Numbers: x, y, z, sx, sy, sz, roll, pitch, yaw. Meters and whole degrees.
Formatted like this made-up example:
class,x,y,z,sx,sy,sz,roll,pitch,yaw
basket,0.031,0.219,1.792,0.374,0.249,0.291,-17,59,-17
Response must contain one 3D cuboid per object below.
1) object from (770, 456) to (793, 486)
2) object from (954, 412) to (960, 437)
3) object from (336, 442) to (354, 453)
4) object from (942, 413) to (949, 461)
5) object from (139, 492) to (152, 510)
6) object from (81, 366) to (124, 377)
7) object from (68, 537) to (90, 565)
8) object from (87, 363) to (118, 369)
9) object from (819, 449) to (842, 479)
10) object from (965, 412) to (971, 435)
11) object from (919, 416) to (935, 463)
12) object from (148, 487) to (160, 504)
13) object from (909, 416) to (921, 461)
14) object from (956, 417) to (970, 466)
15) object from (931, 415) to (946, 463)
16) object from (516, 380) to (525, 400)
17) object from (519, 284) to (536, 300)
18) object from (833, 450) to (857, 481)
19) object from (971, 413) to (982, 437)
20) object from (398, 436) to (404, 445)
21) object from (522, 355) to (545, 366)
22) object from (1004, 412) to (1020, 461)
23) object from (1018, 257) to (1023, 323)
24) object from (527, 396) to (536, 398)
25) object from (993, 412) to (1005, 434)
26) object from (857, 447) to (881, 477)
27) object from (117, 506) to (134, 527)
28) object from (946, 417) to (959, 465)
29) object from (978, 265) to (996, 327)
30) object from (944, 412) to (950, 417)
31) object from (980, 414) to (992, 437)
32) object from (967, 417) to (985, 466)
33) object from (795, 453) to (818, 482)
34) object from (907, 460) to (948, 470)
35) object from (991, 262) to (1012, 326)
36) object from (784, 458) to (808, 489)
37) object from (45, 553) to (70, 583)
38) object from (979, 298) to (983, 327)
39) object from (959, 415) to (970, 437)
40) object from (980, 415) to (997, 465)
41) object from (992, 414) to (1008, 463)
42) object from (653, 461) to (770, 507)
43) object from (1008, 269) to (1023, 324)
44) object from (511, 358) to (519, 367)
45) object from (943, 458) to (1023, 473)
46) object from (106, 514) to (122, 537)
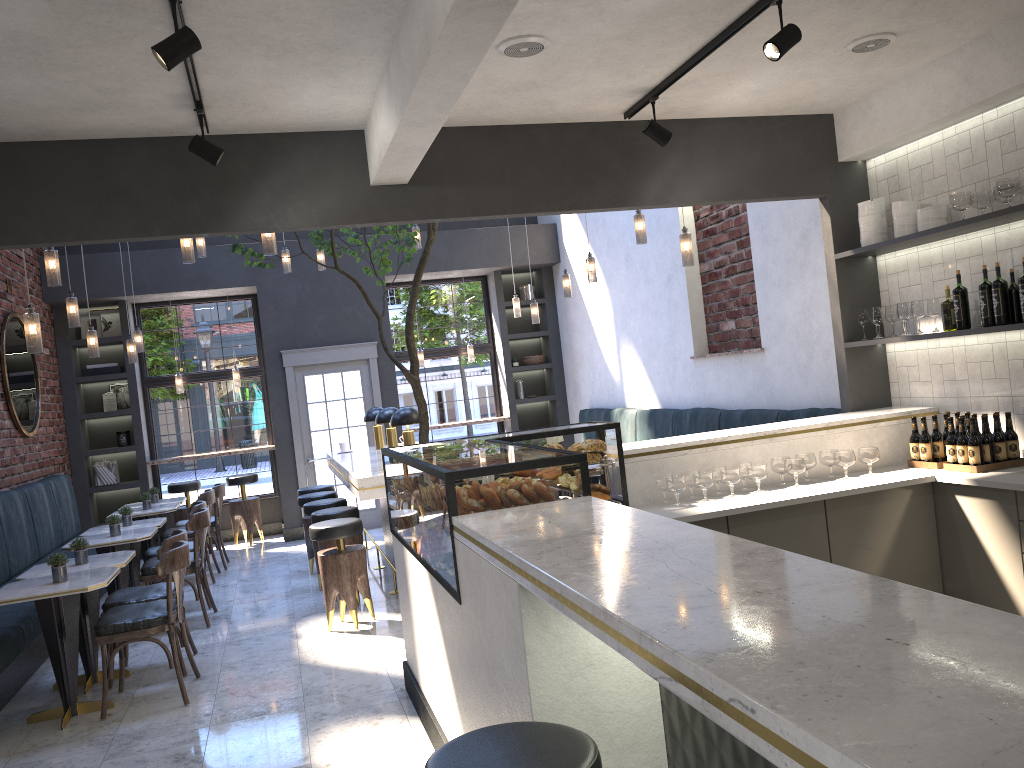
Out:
class,x,y,z,sx,sy,sz,roll,pitch,yaw
object,1.454,0.470,4.780,0.114,0.147,0.114,-7,1,-11
object,2.489,0.293,4.927,0.069,0.279,0.069,-7,1,-38
object,-1.678,0.636,8.883,0.176,0.098,0.204,-7,0,-10
object,2.417,0.302,4.907,0.070,0.279,0.069,-7,1,-8
object,-3.470,1.109,8.412,0.118,0.165,0.123,-7,1,-38
object,-4.767,-0.145,10.338,0.412,0.084,0.286,-7,0,-15
object,-2.678,1.034,5.499,0.118,0.165,0.123,-7,1,-38
object,-4.782,-0.205,10.347,0.327,0.039,0.227,-7,0,-25
object,1.744,0.437,4.859,0.114,0.147,0.114,-7,1,-11
object,2.509,0.292,4.855,0.069,0.279,0.070,-6,1,7
object,2.273,0.318,4.868,0.069,0.279,0.069,-7,1,-38
object,-3.622,1.123,8.973,0.118,0.165,0.123,-7,1,-38
object,2.253,0.320,4.940,0.069,0.279,0.069,-6,1,37
object,2.345,0.311,4.602,0.069,0.279,0.069,-7,1,-38
object,2.344,0.310,4.889,0.069,0.279,0.069,-6,1,37
object,0.109,0.076,11.623,0.098,0.248,0.098,-6,1,24
object,0.209,-1.205,11.758,0.214,0.215,0.213,-7,1,-6
object,1.778,0.434,4.732,0.114,0.147,0.114,-7,1,-11
object,2.470,0.297,4.712,0.069,0.279,0.069,-7,1,-38
object,-1.107,0.571,9.073,0.175,0.097,0.301,-7,0,-24
object,0.293,-0.313,11.751,0.305,0.123,0.304,-6,0,6
object,2.581,0.285,4.589,0.069,0.279,0.070,-6,1,7
object,2.508,-0.459,4.313,0.072,0.319,0.072,-7,1,-31
object,0.259,0.171,11.634,0.130,0.026,0.130,-7,0,-32
object,2.561,0.287,4.661,0.069,0.279,0.069,-7,1,-38
object,1.923,0.418,4.772,0.114,0.147,0.114,-7,1,-11
object,-3.156,1.079,7.257,0.118,0.165,0.123,-7,1,-38
object,2.325,0.313,4.674,0.069,0.279,0.069,-6,1,37
object,2.442,-0.453,4.555,0.072,0.319,0.072,-7,1,-31
object,2.468,0.295,4.999,0.070,0.279,0.069,-6,1,17
object,2.489,0.295,4.642,0.070,0.279,0.069,-7,1,-8
object,2.365,0.309,4.529,0.069,0.279,0.069,-7,1,-28
object,1.599,0.454,4.820,0.114,0.147,0.114,-7,1,-11
object,2.393,0.427,4.899,0.307,0.038,0.231,-7,0,-15
object,2.464,-0.455,4.475,0.072,0.319,0.072,-7,1,-31
object,1.489,0.467,4.653,0.114,0.147,0.114,-7,1,-11
object,-2.525,1.019,4.938,0.118,0.165,0.123,-7,1,-38
object,2.501,-0.424,4.656,0.082,0.246,0.082,-6,1,12
object,2.398,0.305,4.694,0.070,0.279,0.069,-7,1,-13
object,2.437,0.301,4.550,0.070,0.279,0.069,-7,1,-13
object,2.508,0.293,4.570,0.069,0.279,0.069,-6,1,37
object,1.040,0.518,4.628,0.575,0.147,0.256,-7,0,-15
object,2.551,-0.446,4.504,0.065,0.280,0.065,-6,1,28
object,0.034,-0.281,11.656,0.116,0.119,0.117,-7,1,-39
object,2.466,0.420,4.633,0.307,0.038,0.231,-7,0,-15
object,-3.003,1.065,6.695,0.118,0.165,0.123,-7,1,-38
